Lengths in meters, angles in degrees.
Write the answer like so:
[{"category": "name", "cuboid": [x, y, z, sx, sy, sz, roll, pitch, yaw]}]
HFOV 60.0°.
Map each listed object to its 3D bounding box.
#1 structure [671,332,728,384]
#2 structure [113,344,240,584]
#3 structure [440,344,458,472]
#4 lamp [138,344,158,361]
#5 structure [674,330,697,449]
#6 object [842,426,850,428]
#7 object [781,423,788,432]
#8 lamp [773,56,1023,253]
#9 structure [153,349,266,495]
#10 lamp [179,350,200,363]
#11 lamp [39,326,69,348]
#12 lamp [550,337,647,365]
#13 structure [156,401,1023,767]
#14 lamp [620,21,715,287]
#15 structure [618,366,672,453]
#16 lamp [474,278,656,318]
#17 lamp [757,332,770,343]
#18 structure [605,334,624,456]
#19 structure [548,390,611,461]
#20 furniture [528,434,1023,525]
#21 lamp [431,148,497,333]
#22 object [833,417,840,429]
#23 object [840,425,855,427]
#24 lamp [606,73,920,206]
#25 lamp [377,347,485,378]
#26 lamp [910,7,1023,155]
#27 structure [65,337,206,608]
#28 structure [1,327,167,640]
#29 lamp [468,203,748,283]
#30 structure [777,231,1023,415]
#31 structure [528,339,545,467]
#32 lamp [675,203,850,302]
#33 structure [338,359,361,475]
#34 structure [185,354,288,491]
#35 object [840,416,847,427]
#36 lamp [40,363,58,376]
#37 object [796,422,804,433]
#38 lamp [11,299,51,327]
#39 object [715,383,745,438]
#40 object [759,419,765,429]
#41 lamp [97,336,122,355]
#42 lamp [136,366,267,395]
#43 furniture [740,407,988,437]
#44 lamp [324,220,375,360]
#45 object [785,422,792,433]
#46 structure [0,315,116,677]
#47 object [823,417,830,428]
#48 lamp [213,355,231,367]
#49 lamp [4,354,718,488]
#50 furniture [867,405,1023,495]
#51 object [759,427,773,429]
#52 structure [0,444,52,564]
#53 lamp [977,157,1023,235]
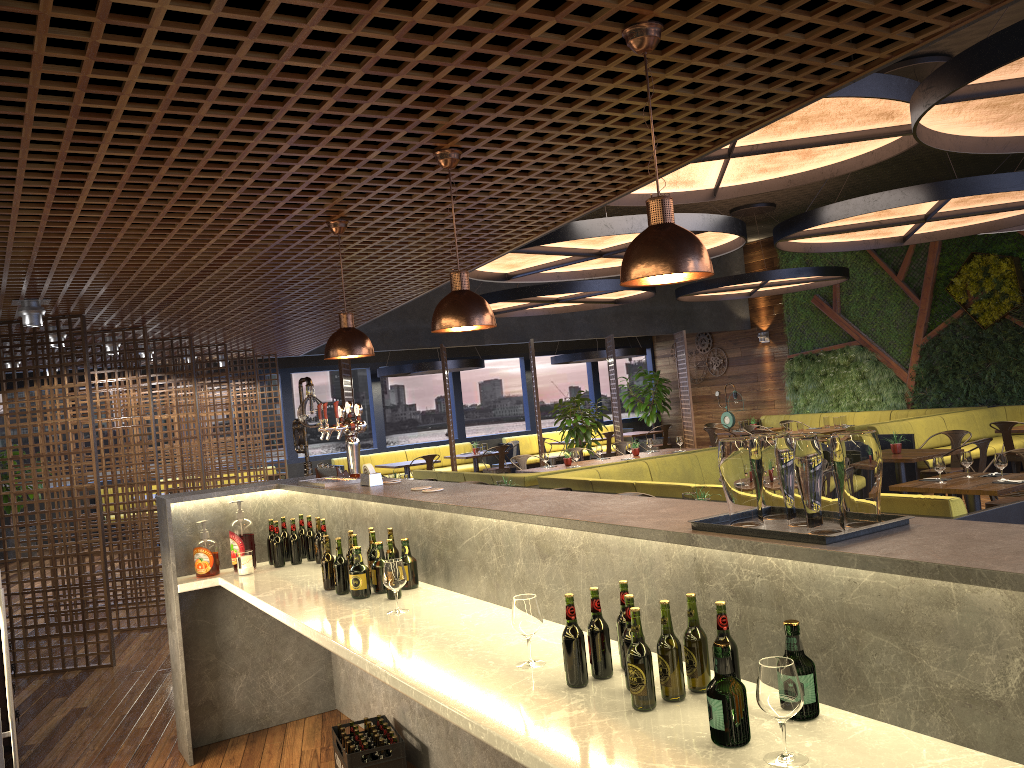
[{"category": "structure", "cuboid": [4.180, -0.599, 19.996, 0.058, 1.178, 1.791, -5, -1, -31]}, {"category": "structure", "cuboid": [-3.894, 0.934, 10.408, 1.319, 2.700, 0.050, -5, -1, -1]}, {"category": "structure", "cuboid": [-0.999, 0.717, 14.422, 0.050, 2.700, 0.852, -5, -1, -1]}, {"category": "lamp", "cuboid": [-4.049, -0.344, 9.813, 0.228, 0.172, 0.228, -5, -1, -31]}, {"category": "structure", "cuboid": [3.350, 0.343, 17.060, 0.050, 2.700, 0.852, -5, -1, -1]}, {"category": "object", "cuboid": [5.381, 0.686, 14.158, 0.157, 0.019, 0.255, -5, -1, -32]}, {"category": "object", "cuboid": [4.261, 0.708, 13.848, 0.102, 0.178, 0.102, -6, -1, 44]}, {"category": "lamp", "cuboid": [3.853, -2.234, 8.404, 2.778, 1.475, 2.778, -6, -1, 18]}, {"category": "structure", "cuboid": [-3.916, 0.954, 11.611, 1.319, 2.700, 0.050, -5, -1, -1]}, {"category": "lamp", "cuboid": [-4.011, -0.330, 11.035, 0.228, 0.172, 0.228, -5, -1, -31]}, {"category": "lamp", "cuboid": [-3.851, -0.397, 7.485, 0.228, 0.172, 0.228, -5, -1, -31]}, {"category": "lamp", "cuboid": [1.693, -1.580, 18.382, 1.979, 2.172, 1.979, -6, -1, 44]}, {"category": "structure", "cuboid": [-0.227, 0.467, 2.287, 2.700, 2.700, 9.298, -5, -1, -31]}, {"category": "lamp", "cuboid": [0.380, -0.612, 2.366, 0.250, 0.673, 0.250, -5, -1, 1]}, {"category": "structure", "cuboid": [3.179, 0.665, 20.290, 1.493, 2.184, 1.272, -5, -1, -31]}, {"category": "lamp", "cuboid": [0.591, -1.862, 12.688, 2.778, 1.475, 2.778, -5, -1, -31]}, {"category": "lamp", "cuboid": [5.146, -0.956, 18.244, 0.189, 0.215, 0.215, -5, -1, -31]}, {"category": "structure", "cuboid": [1.900, 0.468, 16.181, 0.050, 2.700, 0.852, -5, -1, -1]}, {"category": "structure", "cuboid": [1.133, 0.994, 14.922, 0.993, 1.763, 1.166, -6, -1, 29]}, {"category": "furniture", "cuboid": [2.428, 1.218, 9.592, 4.895, 0.914, 7.462, -5, -1, -36]}, {"category": "lamp", "cuboid": [-0.213, -0.541, 3.353, 0.250, 0.673, 0.250, -5, -1, 1]}, {"category": "object", "cuboid": [5.199, 0.624, 14.196, 0.102, 0.178, 0.102, -5, -1, 4]}, {"category": "object", "cuboid": [5.508, 0.680, 14.537, 0.157, 0.019, 0.255, -5, -1, -32]}, {"category": "lamp", "cuboid": [1.566, -2.221, 6.587, 2.778, 1.159, 2.778, -6, -1, 19]}, {"category": "lamp", "cuboid": [-1.587, -1.295, 16.391, 1.979, 2.172, 1.979, -6, -1, 14]}, {"category": "lamp", "cuboid": [3.395, -2.250, 4.323, 2.778, 1.475, 2.778, -6, -1, 23]}, {"category": "structure", "cuboid": [-3.871, 0.915, 9.205, 1.319, 2.700, 0.050, -5, -1, -1]}, {"category": "structure", "cuboid": [-3.849, 0.895, 8.001, 1.319, 2.700, 0.050, -5, -1, -1]}, {"category": "lamp", "cuboid": [0.803, -1.940, 8.681, 2.778, 1.475, 2.778, -5, -1, -27]}, {"category": "structure", "cuboid": [7.743, -1.072, 13.964, 0.918, 4.593, 9.182, -5, -1, -32]}, {"category": "structure", "cuboid": [0.451, 0.593, 15.301, 0.050, 2.700, 0.852, -5, -1, -1]}, {"category": "lamp", "cuboid": [4.056, -2.238, 14.703, 2.778, 1.362, 2.778, -6, -1, 23]}, {"category": "structure", "cuboid": [-2.448, 0.842, 13.542, 0.050, 2.700, 0.852, -5, -1, -1]}, {"category": "structure", "cuboid": [-3.939, 0.974, 12.814, 1.319, 2.700, 0.050, -5, -1, -1]}, {"category": "object", "cuboid": [5.391, 0.609, 14.413, 0.102, 0.178, 0.102, -6, -1, 44]}, {"category": "lamp", "cuboid": [-5.722, -0.168, 10.995, 0.228, 0.172, 0.228, -5, -1, -31]}, {"category": "object", "cuboid": [4.474, 0.686, 13.756, 0.102, 0.178, 0.102, -5, -1, 4]}, {"category": "lamp", "cuboid": [-3.244, -0.476, 5.992, 0.228, 0.172, 0.228, -5, -1, -31]}, {"category": "object", "cuboid": [4.665, 0.787, 18.688, 0.459, 1.615, 0.848, -5, -1, -31]}, {"category": "object", "cuboid": [4.479, 0.716, 15.851, 0.102, 0.178, 0.102, -5, -1, 4]}, {"category": "lamp", "cuboid": [-3.916, -0.373, 8.670, 0.228, 0.172, 0.228, -5, -1, -31]}, {"category": "lamp", "cuboid": [-5.063, -0.996, 14.283, 1.979, 2.172, 1.979, -5, -1, -25]}, {"category": "furniture", "cuboid": [4.972, 1.054, 14.981, 3.378, 0.916, 4.755, -5, -1, -31]}, {"category": "lamp", "cuboid": [-0.834, -0.467, 4.387, 0.250, 0.673, 0.250, -5, -1, 1]}, {"category": "object", "cuboid": [4.411, 0.698, 14.115, 0.102, 0.178, 0.102, -6, -1, 44]}, {"category": "structure", "cuboid": [-3.826, 0.875, 6.798, 1.319, 2.700, 0.050, -5, -1, -1]}, {"category": "object", "cuboid": [5.173, 0.632, 14.577, 0.102, 0.178, 0.102, -6, -1, 44]}, {"category": "lamp", "cuboid": [-4.005, -0.312, 12.272, 0.228, 0.172, 0.228, -5, -1, -31]}, {"category": "lamp", "cuboid": [-0.741, 0.629, 10.545, 9.057, 2.714, 3.017, -5, -1, -31]}, {"category": "furniture", "cuboid": [7.353, 0.771, 11.012, 3.372, 0.914, 4.503, -5, -1, -31]}, {"category": "object", "cuboid": [4.595, 0.787, 15.976, 0.157, 0.019, 0.255, -5, -1, -32]}, {"category": "structure", "cuboid": [-7.744, 1.821, 13.743, 0.993, 1.763, 1.166, -6, -1, 29]}, {"category": "lamp", "cuboid": [6.568, -2.638, 10.598, 2.778, 1.159, 2.778, -5, -1, -41]}]
